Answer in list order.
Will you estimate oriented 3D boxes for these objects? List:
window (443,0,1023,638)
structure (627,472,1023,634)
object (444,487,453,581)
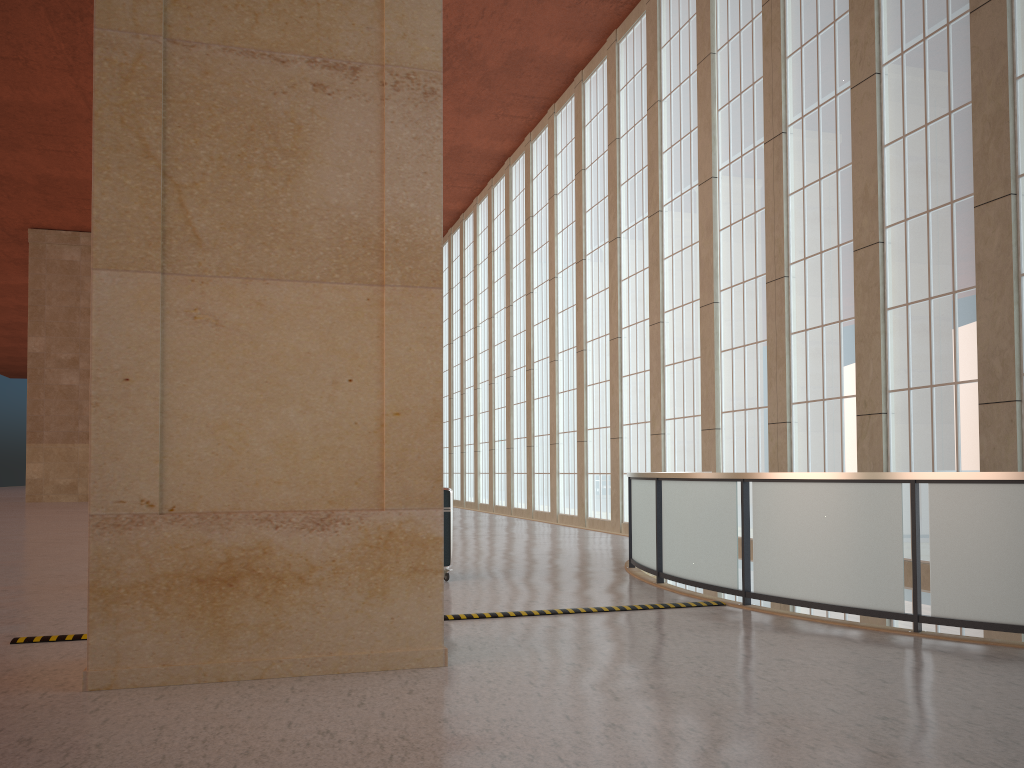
[{"bbox_3d":[-10.018,6.348,77.110,0.010,28.560,165.481,0,-5,-17],"label":"window"},{"bbox_3d":[5.125,2.211,13.239,5.248,1.790,13.119,2,-6,-27],"label":"structure"},{"bbox_3d":[-1.629,2.511,14.914,1.055,1.538,1.277,1,-4,-17],"label":"object"}]
